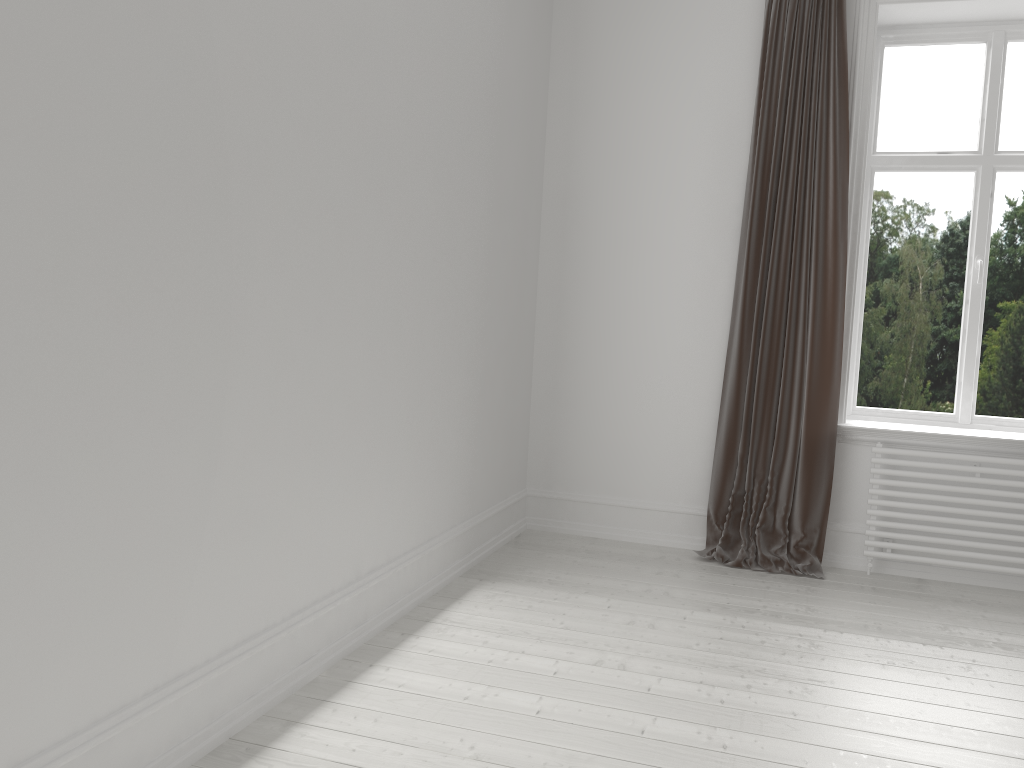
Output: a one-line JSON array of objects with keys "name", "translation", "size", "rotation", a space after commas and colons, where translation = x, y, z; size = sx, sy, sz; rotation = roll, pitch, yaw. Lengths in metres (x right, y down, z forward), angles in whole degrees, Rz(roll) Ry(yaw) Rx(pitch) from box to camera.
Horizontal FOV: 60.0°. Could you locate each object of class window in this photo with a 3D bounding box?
[{"name": "window", "translation": [2.240, -0.735, 4.227], "size": [1.112, 1.956, 0.120], "rotation": [4, 4, 17]}]

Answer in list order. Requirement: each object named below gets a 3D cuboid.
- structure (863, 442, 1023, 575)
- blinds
[{"name": "structure", "translation": [2.056, 0.628, 3.962], "size": [0.887, 0.670, 0.120], "rotation": [4, 4, 18]}, {"name": "blinds", "translation": [1.223, -0.495, 4.042], "size": [0.595, 2.681, 0.246], "rotation": [5, 4, 26]}]
